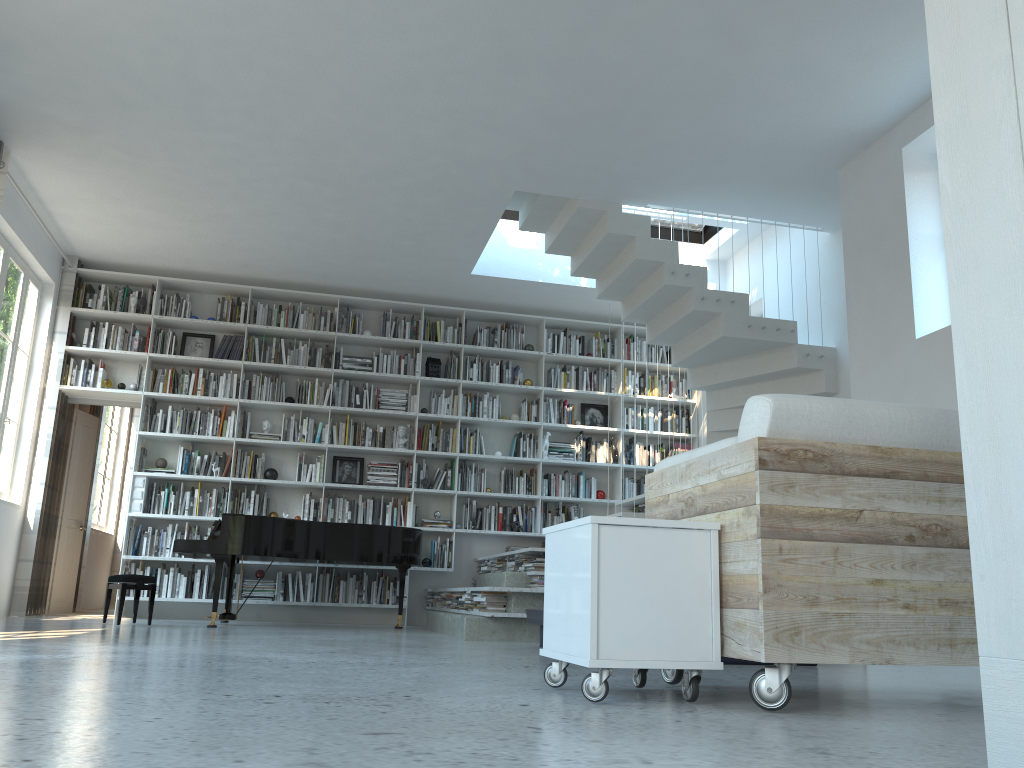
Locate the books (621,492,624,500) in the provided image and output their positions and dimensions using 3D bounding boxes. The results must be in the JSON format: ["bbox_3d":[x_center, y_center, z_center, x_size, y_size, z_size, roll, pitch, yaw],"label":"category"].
[{"bbox_3d":[1.101,1.091,9.168,0.085,0.277,0.160,5,-14,-12],"label":"books"}]

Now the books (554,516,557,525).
[{"bbox_3d":[0.422,1.432,8.931,0.030,0.187,0.140,5,-14,-12],"label":"books"}]

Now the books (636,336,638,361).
[{"bbox_3d":[1.317,-0.339,9.529,0.012,0.305,0.185,5,-14,-12],"label":"books"}]

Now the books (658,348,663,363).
[{"bbox_3d":[1.571,-0.269,9.583,0.057,0.211,0.163,5,-14,-12],"label":"books"}]

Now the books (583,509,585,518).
[{"bbox_3d":[0.722,1.415,9.002,0.062,0.273,0.148,5,-14,-12],"label":"books"}]

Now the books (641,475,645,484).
[{"bbox_3d":[1.372,1.105,9.232,0.013,0.296,0.141,5,-13,-12],"label":"books"}]

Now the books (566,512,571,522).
[{"bbox_3d":[0.552,1.416,8.958,0.031,0.239,0.172,5,-14,-12],"label":"books"}]

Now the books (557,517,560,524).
[{"bbox_3d":[0.450,1.434,8.930,0.024,0.184,0.149,5,-14,-12],"label":"books"}]

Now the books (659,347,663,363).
[{"bbox_3d":[1.601,-0.275,9.605,0.010,0.235,0.132,5,-14,-12],"label":"books"}]

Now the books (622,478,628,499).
[{"bbox_3d":[1.157,1.104,9.163,0.024,0.251,0.176,5,-14,-12],"label":"books"}]

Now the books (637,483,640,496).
[{"bbox_3d":[1.286,1.140,9.202,0.025,0.207,0.149,5,-14,-12],"label":"books"}]

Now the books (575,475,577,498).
[{"bbox_3d":[0.628,1.058,9.039,0.014,0.248,0.177,5,-14,-12],"label":"books"}]

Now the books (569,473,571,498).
[{"bbox_3d":[0.569,1.045,9.024,0.012,0.261,0.187,5,-14,-12],"label":"books"}]

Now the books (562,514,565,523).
[{"bbox_3d":[0.502,1.422,8.941,0.052,0.216,0.185,5,-14,-12],"label":"books"}]

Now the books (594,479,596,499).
[{"bbox_3d":[0.827,1.091,9.096,0.027,0.222,0.170,5,-14,-12],"label":"books"}]

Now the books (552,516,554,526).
[{"bbox_3d":[0.395,1.419,8.927,0.025,0.209,0.137,5,-14,-12],"label":"books"}]

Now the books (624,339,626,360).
[{"bbox_3d":[1.182,-0.335,9.500,0.022,0.274,0.160,5,-14,-12],"label":"books"}]

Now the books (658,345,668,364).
[{"bbox_3d":[1.635,-0.293,9.614,0.069,0.276,0.132,5,-13,-12],"label":"books"}]

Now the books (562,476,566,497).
[{"bbox_3d":[0.513,1.061,9.026,0.012,0.229,0.179,5,-14,-12],"label":"books"}]

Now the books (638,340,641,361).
[{"bbox_3d":[1.346,-0.319,9.542,0.027,0.275,0.148,5,-14,-12],"label":"books"}]

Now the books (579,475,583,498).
[{"bbox_3d":[0.682,1.065,9.051,0.023,0.243,0.190,5,-14,-12],"label":"books"}]

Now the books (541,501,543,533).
[{"bbox_3d":[0.284,1.346,8.913,0.014,0.336,0.132,5,-13,-12],"label":"books"}]

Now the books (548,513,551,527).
[{"bbox_3d":[0.358,1.413,8.918,0.023,0.213,0.164,5,-14,-12],"label":"books"}]

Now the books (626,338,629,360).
[{"bbox_3d":[1.224,-0.337,9.507,0.013,0.285,0.151,5,-14,-12],"label":"books"}]

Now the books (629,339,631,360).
[{"bbox_3d":[1.239,-0.331,9.496,0.012,0.268,0.185,5,-14,-12],"label":"books"}]

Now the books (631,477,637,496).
[{"bbox_3d":[1.261,1.111,9.210,0.024,0.266,0.133,5,-13,-12],"label":"books"}]

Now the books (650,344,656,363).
[{"bbox_3d":[1.523,-0.307,9.588,0.012,0.284,0.160,5,-14,-12],"label":"books"}]

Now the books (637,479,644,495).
[{"bbox_3d":[1.318,1.117,9.187,0.027,0.248,0.184,5,-14,-12],"label":"books"}]

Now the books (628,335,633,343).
[{"bbox_3d":[1.268,-0.352,9.534,0.014,0.330,0.143,5,-13,-12],"label":"books"}]

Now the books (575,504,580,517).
[{"bbox_3d":[0.659,1.387,9.006,0.012,0.325,0.136,5,-13,-12],"label":"books"}]

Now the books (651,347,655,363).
[{"bbox_3d":[1.496,-0.274,9.567,0.026,0.207,0.163,5,-14,-12],"label":"books"}]

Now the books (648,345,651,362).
[{"bbox_3d":[1.459,-0.292,9.558,0.025,0.236,0.144,5,-14,-12],"label":"books"}]

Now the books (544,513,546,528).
[{"bbox_3d":[0.316,1.413,8.921,0.033,0.213,0.140,5,-14,-12],"label":"books"}]

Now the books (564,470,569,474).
[{"bbox_3d":[0.554,1.030,9.042,0.013,0.298,0.148,5,-13,-12],"label":"books"}]

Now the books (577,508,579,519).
[{"bbox_3d":[0.648,1.405,8.994,0.012,0.284,0.160,5,-14,-12],"label":"books"}]

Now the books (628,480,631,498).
[{"bbox_3d":[1.185,1.116,9.175,0.037,0.235,0.153,5,-14,-12],"label":"books"}]

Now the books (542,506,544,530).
[{"bbox_3d":[0.297,1.373,8.913,0.015,0.286,0.138,5,-13,-12],"label":"books"}]

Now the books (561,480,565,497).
[{"bbox_3d":[0.495,1.080,9.007,0.027,0.181,0.186,5,-14,-12],"label":"books"}]

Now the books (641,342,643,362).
[{"bbox_3d":[1.371,-0.310,9.541,0.022,0.258,0.163,5,-14,-12],"label":"books"}]

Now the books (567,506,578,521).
[{"bbox_3d":[0.613,1.386,8.935,0.075,0.290,0.255,5,-14,-12],"label":"books"}]

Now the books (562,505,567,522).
[{"bbox_3d":[0.529,1.387,8.979,0.010,0.303,0.132,5,-13,-12],"label":"books"}]

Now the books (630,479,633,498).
[{"bbox_3d":[1.213,1.115,9.183,0.022,0.241,0.151,5,-14,-12],"label":"books"}]

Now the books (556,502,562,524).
[{"bbox_3d":[0.472,1.363,8.948,0.014,0.332,0.169,5,-13,-12],"label":"books"}]

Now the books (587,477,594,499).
[{"bbox_3d":[0.802,1.083,9.091,0.025,0.235,0.181,5,-14,-12],"label":"books"}]

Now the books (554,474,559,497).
[{"bbox_3d":[0.437,1.043,8.998,0.045,0.245,0.186,5,-14,-12],"label":"books"}]

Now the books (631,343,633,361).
[{"bbox_3d":[1.254,-0.309,9.498,0.022,0.228,0.175,5,-14,-12],"label":"books"}]

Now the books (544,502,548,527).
[{"bbox_3d":[0.340,1.359,8.937,0.013,0.326,0.131,5,-13,-12],"label":"books"}]

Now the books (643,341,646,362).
[{"bbox_3d":[1.395,-0.310,9.548,0.029,0.263,0.179,5,-14,-12],"label":"books"}]

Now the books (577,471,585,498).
[{"bbox_3d":[0.706,1.045,9.065,0.026,0.289,0.181,5,-14,-12],"label":"books"}]

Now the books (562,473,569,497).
[{"bbox_3d":[0.538,1.045,9.012,0.028,0.254,0.192,5,-14,-12],"label":"books"}]

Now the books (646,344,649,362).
[{"bbox_3d":[1.431,-0.298,9.562,0.027,0.249,0.155,5,-14,-12],"label":"books"}]

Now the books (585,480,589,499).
[{"bbox_3d":[0.741,1.093,9.067,0.030,0.200,0.190,5,-14,-12],"label":"books"}]

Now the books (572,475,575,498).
[{"bbox_3d":[0.604,1.062,9.053,0.026,0.246,0.166,5,-14,-12],"label":"books"}]

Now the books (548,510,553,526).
[{"bbox_3d":[0.379,1.398,8.916,0.015,0.243,0.157,5,-14,-12],"label":"books"}]

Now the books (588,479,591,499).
[{"bbox_3d":[0.770,1.090,9.091,0.037,0.218,0.140,5,-14,-12],"label":"books"}]

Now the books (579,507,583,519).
[{"bbox_3d":[0.682,1.402,8.985,0.025,0.286,0.160,5,-14,-12],"label":"books"}]

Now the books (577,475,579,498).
[{"bbox_3d":[0.659,1.064,9.072,0.012,0.253,0.161,5,-14,-12],"label":"books"}]

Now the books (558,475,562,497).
[{"bbox_3d":[0.467,1.053,9.020,0.026,0.238,0.177,5,-14,-12],"label":"books"}]
